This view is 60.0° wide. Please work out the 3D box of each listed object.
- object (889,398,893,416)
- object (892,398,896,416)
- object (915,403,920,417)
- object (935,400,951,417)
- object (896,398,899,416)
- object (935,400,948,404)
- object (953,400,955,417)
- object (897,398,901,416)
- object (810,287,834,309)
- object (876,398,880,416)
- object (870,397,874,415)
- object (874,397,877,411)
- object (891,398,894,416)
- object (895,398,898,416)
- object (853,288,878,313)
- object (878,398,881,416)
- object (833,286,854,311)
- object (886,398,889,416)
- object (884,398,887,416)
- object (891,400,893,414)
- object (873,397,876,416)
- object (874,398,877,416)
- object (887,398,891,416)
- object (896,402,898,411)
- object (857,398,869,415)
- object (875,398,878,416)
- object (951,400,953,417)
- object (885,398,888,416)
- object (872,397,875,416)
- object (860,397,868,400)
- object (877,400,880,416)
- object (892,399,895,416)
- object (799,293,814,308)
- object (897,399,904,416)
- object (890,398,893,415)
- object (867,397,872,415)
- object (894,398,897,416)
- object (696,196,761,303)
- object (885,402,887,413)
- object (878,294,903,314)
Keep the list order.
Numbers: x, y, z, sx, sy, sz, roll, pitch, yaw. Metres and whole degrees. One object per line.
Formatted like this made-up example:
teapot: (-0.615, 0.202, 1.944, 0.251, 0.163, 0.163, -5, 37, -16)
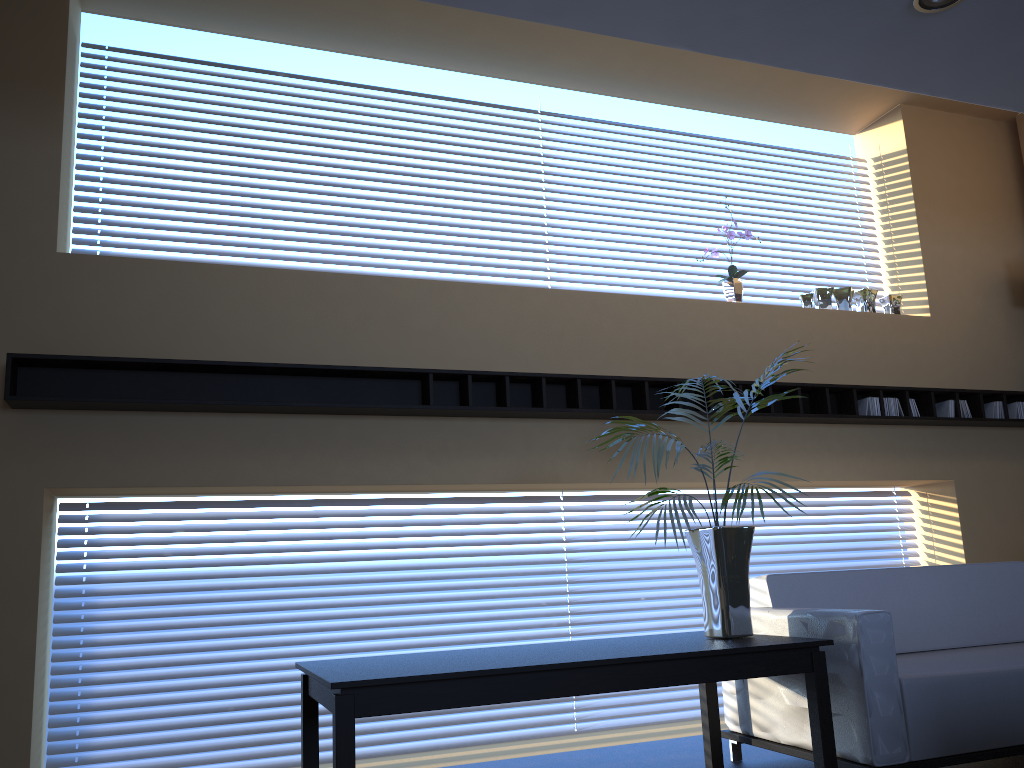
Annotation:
object: (2.388, 0.161, 5.709, 0.009, 0.119, 0.143, 1, -12, -20)
object: (2.415, 0.163, 5.723, 0.009, 0.119, 0.143, 1, -12, -21)
object: (2.589, 0.170, 5.788, 0.036, 0.115, 0.141, 1, -12, -20)
object: (2.847, 0.178, 5.884, 0.040, 0.118, 0.143, 1, -12, -21)
object: (2.443, 0.165, 5.738, 0.006, 0.118, 0.141, 1, -12, -20)
object: (2.847, 0.179, 5.886, 0.041, 0.121, 0.143, 1, -12, -20)
object: (2.888, 0.180, 5.906, 0.030, 0.119, 0.143, 1, -12, -21)
object: (2.465, 0.167, 5.746, 0.041, 0.121, 0.143, 1, -12, -21)
object: (2.091, -0.554, 5.962, 0.133, 0.159, 0.126, -3, -11, -1)
object: (2.295, 0.160, 5.682, 0.009, 0.119, 0.143, 1, -12, -20)
object: (2.248, 0.157, 5.660, 0.009, 0.119, 0.143, 1, -12, -20)
object: (2.275, 0.159, 5.675, 0.009, 0.119, 0.143, 1, -12, -21)
object: (2.406, 0.163, 5.720, 0.009, 0.119, 0.143, 1, -12, -20)
object: (2.433, 0.164, 5.734, 0.009, 0.119, 0.143, 1, -12, -21)
object: (2.427, -0.550, 6.088, 0.144, 0.173, 0.137, 4, -13, -30)
object: (2.304, 0.160, 5.685, 0.006, 0.118, 0.141, 1, -12, -21)
object: (2.258, -0.555, 6.029, 0.137, 0.173, 0.145, -9, -13, 29)
object: (2.366, 0.162, 5.708, 0.006, 0.118, 0.141, 1, -12, -21)
object: (2.347, 0.161, 5.700, 0.009, 0.119, 0.143, 1, -12, -21)
object: (2.398, 0.162, 5.714, 0.006, 0.118, 0.141, 1, -12, -21)
object: (2.267, 0.158, 5.668, 0.009, 0.119, 0.143, 1, -12, -20)
object: (2.276, 0.159, 5.673, 0.006, 0.118, 0.141, 1, -12, -20)
object: (2.378, 0.161, 5.707, 0.009, 0.119, 0.143, 1, -12, -20)
object: (2.442, 0.165, 5.740, 0.009, 0.119, 0.143, 1, -12, -20)
object: (2.215, 0.158, 5.650, 0.040, 0.118, 0.143, 1, -12, -21)
object: (2.284, 0.160, 5.682, 0.009, 0.119, 0.143, 1, -12, -21)
object: (2.870, 0.179, 5.895, 0.030, 0.119, 0.143, 1, -12, -20)
object: (2.365, 0.163, 5.711, 0.009, 0.119, 0.143, 1, -12, -21)
object: (2.258, 0.158, 5.664, 0.009, 0.119, 0.143, 1, -12, -20)
object: (2.215, 0.159, 5.653, 0.041, 0.121, 0.143, 1, -12, -21)
object: (2.295, 0.160, 5.681, 0.006, 0.118, 0.141, 1, -12, -21)
object: (2.407, 0.162, 5.718, 0.006, 0.118, 0.141, 1, -12, -21)
object: (1.969, -0.535, 5.912, 0.090, 0.113, 0.095, -6, -12, 14)
object: (2.466, 0.166, 5.744, 0.040, 0.118, 0.143, 1, -12, -20)
object: (2.396, 0.163, 5.717, 0.009, 0.119, 0.143, 1, -12, -20)
object: (2.239, 0.157, 5.657, 0.009, 0.119, 0.143, 1, -12, -20)
object: (2.426, 0.163, 5.725, 0.009, 0.119, 0.143, 1, -12, -21)
object: (1.449, -0.836, 5.783, 0.438, 0.692, 0.353, 7, -15, -40)
object: (2.356, 0.162, 5.708, 0.006, 0.118, 0.141, 1, -12, -20)
object: (2.641, -0.531, 6.165, 0.124, 0.148, 0.118, 1, -12, -20)
